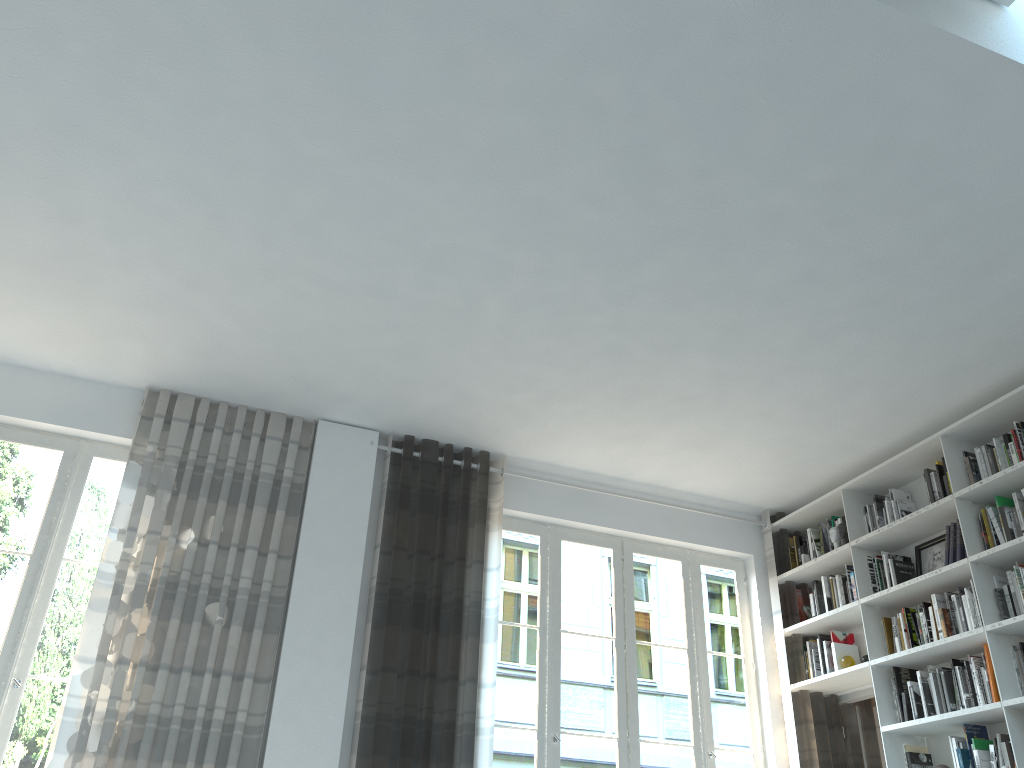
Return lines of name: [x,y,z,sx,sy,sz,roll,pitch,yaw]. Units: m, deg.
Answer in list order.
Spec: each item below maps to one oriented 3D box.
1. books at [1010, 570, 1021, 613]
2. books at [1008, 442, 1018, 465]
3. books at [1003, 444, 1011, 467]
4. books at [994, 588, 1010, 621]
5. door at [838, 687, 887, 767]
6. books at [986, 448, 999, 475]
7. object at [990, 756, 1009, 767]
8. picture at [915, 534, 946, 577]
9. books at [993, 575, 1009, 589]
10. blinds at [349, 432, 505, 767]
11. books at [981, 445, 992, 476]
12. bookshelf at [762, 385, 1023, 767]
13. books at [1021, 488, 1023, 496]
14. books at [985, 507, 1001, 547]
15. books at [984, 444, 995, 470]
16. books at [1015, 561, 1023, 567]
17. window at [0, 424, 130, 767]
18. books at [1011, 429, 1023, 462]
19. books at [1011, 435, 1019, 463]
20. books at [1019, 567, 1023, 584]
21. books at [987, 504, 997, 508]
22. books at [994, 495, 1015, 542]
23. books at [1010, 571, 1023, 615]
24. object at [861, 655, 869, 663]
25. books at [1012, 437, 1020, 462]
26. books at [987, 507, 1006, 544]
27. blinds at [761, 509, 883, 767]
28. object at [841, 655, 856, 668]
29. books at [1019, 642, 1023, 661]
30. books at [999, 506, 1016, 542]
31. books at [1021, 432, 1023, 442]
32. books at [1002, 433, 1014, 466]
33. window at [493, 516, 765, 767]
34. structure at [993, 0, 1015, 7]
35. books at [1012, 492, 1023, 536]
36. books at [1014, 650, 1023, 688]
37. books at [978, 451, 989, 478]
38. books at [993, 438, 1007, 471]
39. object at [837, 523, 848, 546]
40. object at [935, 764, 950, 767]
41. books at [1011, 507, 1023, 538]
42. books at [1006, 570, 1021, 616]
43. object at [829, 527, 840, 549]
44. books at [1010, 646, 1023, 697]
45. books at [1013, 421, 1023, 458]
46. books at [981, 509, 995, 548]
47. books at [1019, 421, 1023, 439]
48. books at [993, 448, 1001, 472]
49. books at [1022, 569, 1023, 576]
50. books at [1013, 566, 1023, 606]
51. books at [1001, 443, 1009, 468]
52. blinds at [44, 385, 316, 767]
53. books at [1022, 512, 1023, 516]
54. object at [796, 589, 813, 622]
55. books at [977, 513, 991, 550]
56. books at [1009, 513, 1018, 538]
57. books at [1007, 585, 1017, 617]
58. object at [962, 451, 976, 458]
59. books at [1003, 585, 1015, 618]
books: [2.647,1.100,4.545,0.157,0.275,0.012,13,-32,-18]
books: [2.750,0.417,4.745,0.152,0.200,0.030,13,-32,-18]
books: [2.741,0.436,4.792,0.150,0.215,0.012,13,-32,-18]
books: [2.607,1.177,4.612,0.186,0.206,0.015,13,-32,-18]
door: [2.617,2.864,5.265,0.787,1.970,0.838,13,-32,-18]
books: [2.685,0.465,4.837,0.178,0.207,0.029,13,-32,-18]
object: [2.382,1.887,4.320,0.044,0.139,0.082,23,-36,-31]
picture: [2.502,1.052,5.229,0.077,0.298,0.301,13,-32,-18]
books: [2.619,1.154,4.647,0.159,0.283,0.012,13,-32,-18]
blinds: [-0.474,1.788,4.873,0.776,3.213,0.140,13,-32,-18]
books: [2.687,0.467,4.884,0.170,0.250,0.024,13,-32,-18]
bookshelf: [3.075,0.980,3.147,0.330,3.125,6.326,13,-32,-18]
books: [2.740,0.673,4.544,0.178,0.284,0.076,13,-32,-18]
books: [2.643,0.807,4.778,0.148,0.285,0.010,13,-32,-18]
books: [2.689,0.459,4.868,0.174,0.248,0.012,13,-32,-18]
books: [2.673,1.069,4.531,0.154,0.315,0.011,13,-32,-18]
window: [0.161,4.072,23.637,18.541,18.438,32.966,11,-32,-14]
books: [2.758,0.372,4.717,0.183,0.250,0.013,13,-32,-18]
books: [2.755,0.392,4.735,0.155,0.233,0.013,13,-32,-18]
books: [2.663,1.064,4.471,0.189,0.262,0.009,13,-32,-18]
books: [2.660,0.808,4.800,0.130,0.307,0.014,13,-32,-18]
books: [2.667,0.752,4.710,0.171,0.313,0.012,13,-32,-18]
books: [2.654,1.098,4.528,0.177,0.261,0.024,13,-32,-18]
object: [2.198,1.712,5.482,0.072,0.072,0.072,27,-39,-36]
books: [2.752,0.393,4.718,0.160,0.214,0.011,13,-32,-18]
books: [2.664,0.796,4.746,0.168,0.273,0.067,13,-32,-18]
blinds: [2.118,2.391,5.726,0.776,3.213,0.140,13,-32,-18]
object: [2.111,1.749,5.565,0.087,0.087,0.087,-13,-34,24]
books: [2.631,1.451,4.441,0.136,0.296,0.011,13,-32,-18]
books: [2.675,0.774,4.675,0.181,0.240,0.031,13,-32,-18]
books: [2.783,0.367,4.692,0.130,0.234,0.029,13,-32,-18]
books: [2.748,0.404,4.788,0.151,0.266,0.028,13,-32,-18]
window: [0.727,1.905,5.570,1.984,1.998,0.074,13,-32,-18]
structure: [2.164,-0.661,1.335,1.956,3.363,2.626,13,-32,-18]
books: [2.712,0.716,4.626,0.156,0.292,0.023,13,-32,-18]
books: [2.607,1.473,4.440,0.134,0.256,0.024,13,-32,-18]
books: [2.675,0.491,4.894,0.181,0.219,0.023,13,-32,-18]
books: [2.712,0.428,4.828,0.160,0.263,0.010,13,-32,-18]
object: [2.146,0.990,5.726,0.067,0.197,0.067,-9,-32,19]
object: [2.329,2.110,4.785,0.105,0.106,0.106,27,-39,-36]
books: [2.701,0.760,4.628,0.158,0.217,0.029,13,-32,-18]
books: [2.643,1.108,4.562,0.151,0.278,0.026,13,-32,-18]
object: [2.116,1.028,5.792,0.067,0.197,0.067,-9,-32,19]
books: [2.607,1.470,4.463,0.159,0.283,0.012,13,-32,-18]
books: [2.765,0.346,4.720,0.151,0.297,0.011,13,-32,-18]
books: [2.636,0.821,4.798,0.159,0.282,0.013,13,-32,-18]
books: [2.777,0.337,4.681,0.164,0.275,0.013,13,-32,-18]
books: [2.705,0.458,4.823,0.166,0.206,0.015,13,-32,-18]
books: [2.668,1.064,4.460,0.184,0.250,0.012,13,-32,-18]
books: [2.656,1.074,4.508,0.184,0.282,0.010,13,-32,-18]
books: [2.742,0.438,4.814,0.129,0.233,0.025,13,-32,-18]
blinds: [-1.708,1.481,4.473,1.027,3.243,0.184,13,-32,-18]
books: [2.730,0.754,4.578,0.160,0.179,0.034,13,-32,-18]
object: [2.033,1.563,6.106,0.176,0.294,0.035,13,-32,-18]
books: [2.615,0.838,4.802,0.175,0.255,0.023,13,-32,-18]
books: [2.697,0.782,4.648,0.153,0.200,0.024,13,-32,-18]
books: [2.647,1.155,4.583,0.140,0.218,0.025,13,-32,-18]
object: [2.644,0.524,5.014,0.159,0.283,0.012,13,-32,-18]
books: [2.639,1.165,4.606,0.136,0.223,0.029,13,-32,-18]
